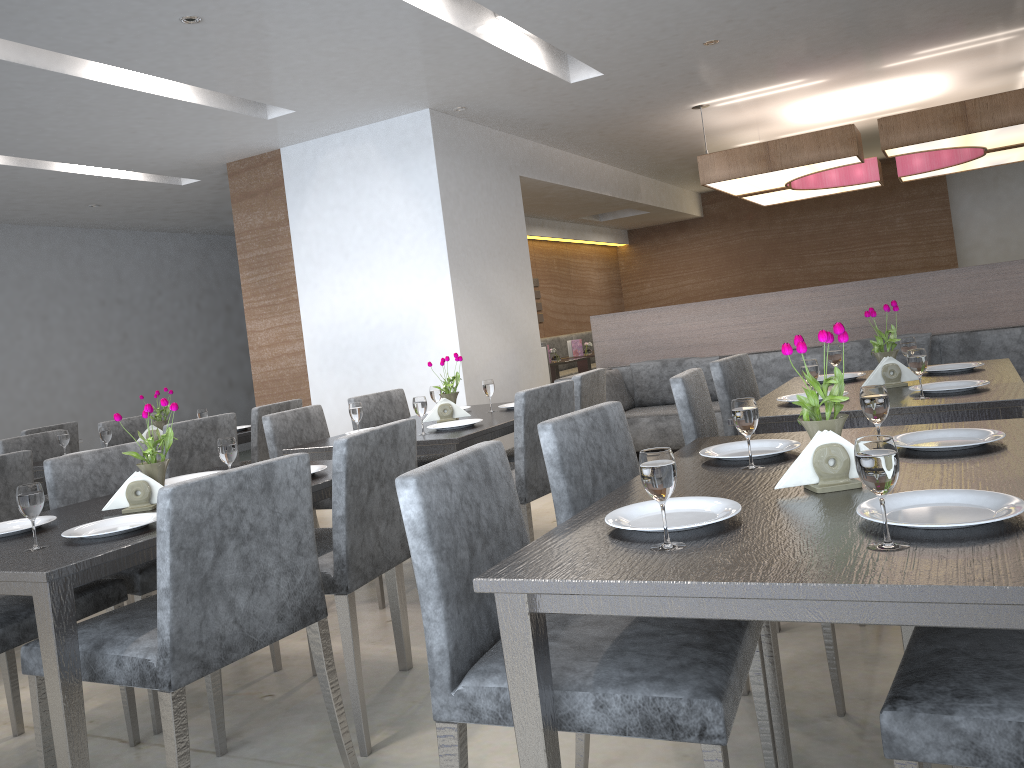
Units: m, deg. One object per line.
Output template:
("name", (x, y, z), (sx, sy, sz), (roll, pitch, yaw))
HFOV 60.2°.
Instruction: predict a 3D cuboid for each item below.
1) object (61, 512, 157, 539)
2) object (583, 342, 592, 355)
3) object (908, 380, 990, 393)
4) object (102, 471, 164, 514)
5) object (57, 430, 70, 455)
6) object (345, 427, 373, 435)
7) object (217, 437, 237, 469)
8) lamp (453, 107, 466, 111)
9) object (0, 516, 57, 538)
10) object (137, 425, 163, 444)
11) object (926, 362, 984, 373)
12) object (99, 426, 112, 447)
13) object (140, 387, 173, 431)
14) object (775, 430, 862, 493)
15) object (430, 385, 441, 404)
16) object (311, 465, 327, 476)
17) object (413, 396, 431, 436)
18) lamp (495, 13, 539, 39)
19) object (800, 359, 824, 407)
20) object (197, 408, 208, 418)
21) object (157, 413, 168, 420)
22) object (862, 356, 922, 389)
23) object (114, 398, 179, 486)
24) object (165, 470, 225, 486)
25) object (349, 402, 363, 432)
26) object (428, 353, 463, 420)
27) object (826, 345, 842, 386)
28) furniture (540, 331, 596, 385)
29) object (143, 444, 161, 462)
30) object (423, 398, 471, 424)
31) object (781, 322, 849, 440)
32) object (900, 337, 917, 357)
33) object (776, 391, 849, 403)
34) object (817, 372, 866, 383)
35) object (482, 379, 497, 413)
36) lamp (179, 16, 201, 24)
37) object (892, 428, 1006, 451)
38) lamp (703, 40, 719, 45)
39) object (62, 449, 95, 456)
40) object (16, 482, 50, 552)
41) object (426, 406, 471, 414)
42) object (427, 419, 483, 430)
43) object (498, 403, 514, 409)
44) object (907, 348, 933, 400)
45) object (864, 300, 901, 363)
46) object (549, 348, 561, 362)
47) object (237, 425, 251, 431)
("object", (-0.899, 0.324, 2.001), (0.216, 0.015, 0.218), (-6, 4, 27))
("object", (0.723, -0.342, 8.521), (0.092, 0.126, 0.110), (-8, 1, -30))
("object", (1.280, 0.010, 2.592), (0.216, 0.015, 0.218), (-6, 4, 27))
("object", (-0.956, 0.273, 2.272), (0.203, 0.100, 0.070), (-7, 0, -3))
("object", (-2.095, 0.289, 4.138), (0.053, 0.139, 0.053), (-7, -1, -15))
("object", (-0.557, 0.190, 3.530), (0.217, 0.015, 0.216), (-8, 3, -17))
("object", (-0.792, 0.220, 2.476), (0.053, 0.139, 0.053), (-7, -1, -21))
("lamp", (-0.355, -1.850, 5.951), (0.089, 0.007, 0.089), (-8, 4, -18))
("object", (-1.240, 0.358, 2.175), (0.216, 0.015, 0.218), (-6, 4, 27))
("object", (-1.785, 0.253, 4.398), (0.203, 0.100, 0.070), (-7, 0, -3))
("object", (1.544, -0.054, 3.114), (0.216, 0.015, 0.218), (-6, 4, 27))
("object", (-1.837, 0.263, 4.006), (0.053, 0.139, 0.053), (-7, -1, -15))
("object", (-1.771, 0.159, 4.459), (0.103, 0.277, 0.155), (-8, 0, 25))
("object", (0.541, 0.127, 1.508), (0.203, 0.100, 0.070), (-7, 0, -3))
("object", (-0.330, 0.078, 3.884), (0.053, 0.139, 0.053), (-7, -1, -15))
("object", (-0.636, 0.260, 2.523), (0.216, 0.015, 0.218), (-6, 4, 27))
("object", (-0.332, 0.116, 3.237), (0.053, 0.139, 0.053), (-7, -1, -21))
("lamp", (0.114, -2.057, 4.956), (0.225, 0.101, 0.490), (-6, 3, 27))
("object", (0.886, -0.003, 2.616), (0.053, 0.139, 0.053), (-7, -1, -15))
("object", (-1.601, 0.199, 4.587), (0.053, 0.139, 0.053), (-7, -1, -15))
("object", (-1.835, 0.225, 4.653), (0.053, 0.139, 0.053), (-7, -1, -15))
("object", (1.224, -0.041, 2.862), (0.203, 0.100, 0.070), (-7, 0, -3))
("object", (-0.942, 0.179, 2.333), (0.103, 0.277, 0.155), (-8, 0, 25))
("object", (-0.977, 0.293, 2.697), (0.216, 0.015, 0.218), (-6, 4, 27))
("object", (-0.590, 0.141, 3.369), (0.053, 0.139, 0.053), (-7, -1, -15))
("object", (-0.259, 0.011, 3.688), (0.103, 0.277, 0.155), (-8, 0, 25))
("object", (1.146, -0.067, 3.131), (0.053, 0.139, 0.053), (-7, -1, -15))
("furniture", (2.296, -0.286, 9.057), (4.239, 0.854, 5.676), (-6, 4, 27))
("object", (-1.026, 0.246, 2.542), (0.053, 0.139, 0.053), (-7, -1, -21))
("object", (-0.273, 0.105, 3.626), (0.203, 0.100, 0.070), (-7, 0, -3))
("object", (0.554, 0.032, 1.569), (0.103, 0.277, 0.155), (-8, 0, 25))
("object", (1.380, -0.093, 3.065), (0.053, 0.139, 0.053), (-7, -1, -15))
("object", (0.940, 0.044, 2.766), (0.216, 0.015, 0.218), (-6, 4, 27))
("object", (1.203, -0.021, 3.288), (0.216, 0.015, 0.218), (-6, 4, 27))
("object", (-0.096, 0.052, 3.819), (0.053, 0.139, 0.053), (-7, -1, -15))
("lamp", (-1.407, -1.592, 3.866), (0.089, 0.007, 0.089), (-8, 4, -18))
("object", (0.861, 0.113, 1.759), (0.216, 0.015, 0.218), (-6, 4, 27))
("lamp", (1.164, -1.999, 5.176), (0.089, 0.007, 0.089), (-8, 4, -18))
("object", (-2.069, 0.338, 4.302), (0.216, 0.015, 0.217), (-7, 3, 7))
("object", (-1.028, 0.285, 1.895), (0.053, 0.139, 0.053), (-7, -1, -21))
("object", (-0.294, 0.125, 4.052), (0.217, 0.015, 0.216), (-8, 3, -17))
("object", (-0.216, 0.157, 3.356), (0.216, 0.015, 0.218), (-6, 4, 27))
("object", (0.047, 0.092, 3.878), (0.216, 0.015, 0.218), (-6, 4, 27))
("object", (1.144, -0.028, 2.484), (0.053, 0.139, 0.053), (-7, -1, -15))
("object", (1.237, -0.135, 2.924), (0.103, 0.277, 0.155), (-8, 0, 25))
("object", (0.385, -0.259, 7.835), (0.095, 0.126, 0.107), (-7, 1, -20))
("object", (-1.464, 0.240, 4.650), (0.216, 0.015, 0.217), (-7, 3, 7))
